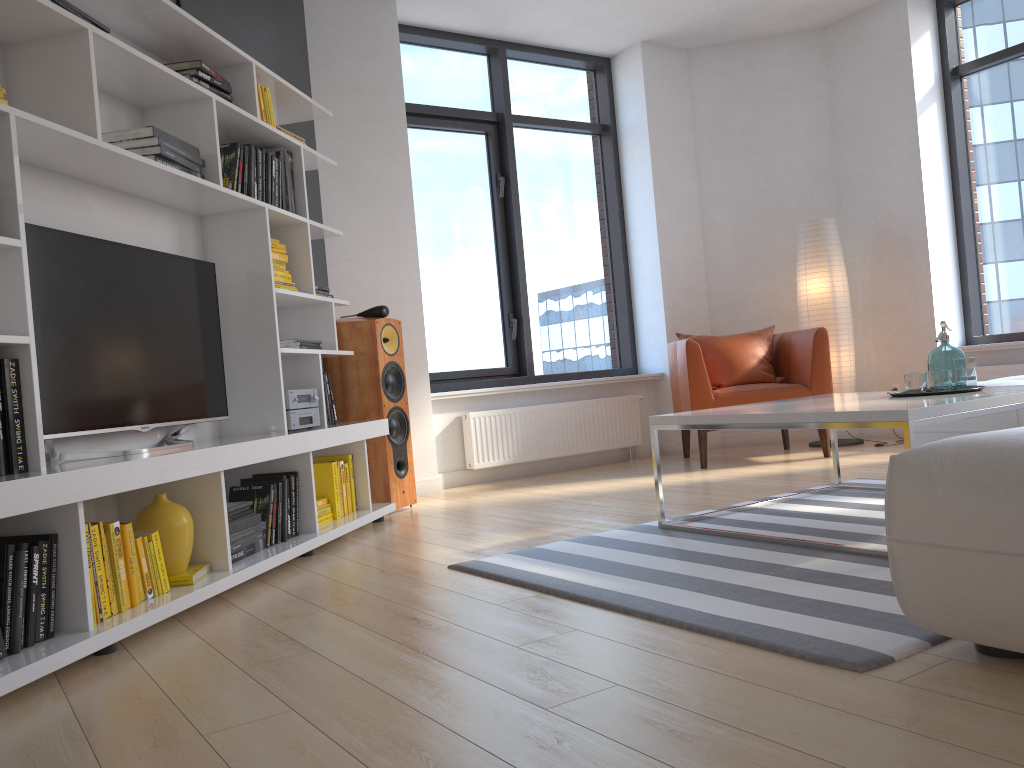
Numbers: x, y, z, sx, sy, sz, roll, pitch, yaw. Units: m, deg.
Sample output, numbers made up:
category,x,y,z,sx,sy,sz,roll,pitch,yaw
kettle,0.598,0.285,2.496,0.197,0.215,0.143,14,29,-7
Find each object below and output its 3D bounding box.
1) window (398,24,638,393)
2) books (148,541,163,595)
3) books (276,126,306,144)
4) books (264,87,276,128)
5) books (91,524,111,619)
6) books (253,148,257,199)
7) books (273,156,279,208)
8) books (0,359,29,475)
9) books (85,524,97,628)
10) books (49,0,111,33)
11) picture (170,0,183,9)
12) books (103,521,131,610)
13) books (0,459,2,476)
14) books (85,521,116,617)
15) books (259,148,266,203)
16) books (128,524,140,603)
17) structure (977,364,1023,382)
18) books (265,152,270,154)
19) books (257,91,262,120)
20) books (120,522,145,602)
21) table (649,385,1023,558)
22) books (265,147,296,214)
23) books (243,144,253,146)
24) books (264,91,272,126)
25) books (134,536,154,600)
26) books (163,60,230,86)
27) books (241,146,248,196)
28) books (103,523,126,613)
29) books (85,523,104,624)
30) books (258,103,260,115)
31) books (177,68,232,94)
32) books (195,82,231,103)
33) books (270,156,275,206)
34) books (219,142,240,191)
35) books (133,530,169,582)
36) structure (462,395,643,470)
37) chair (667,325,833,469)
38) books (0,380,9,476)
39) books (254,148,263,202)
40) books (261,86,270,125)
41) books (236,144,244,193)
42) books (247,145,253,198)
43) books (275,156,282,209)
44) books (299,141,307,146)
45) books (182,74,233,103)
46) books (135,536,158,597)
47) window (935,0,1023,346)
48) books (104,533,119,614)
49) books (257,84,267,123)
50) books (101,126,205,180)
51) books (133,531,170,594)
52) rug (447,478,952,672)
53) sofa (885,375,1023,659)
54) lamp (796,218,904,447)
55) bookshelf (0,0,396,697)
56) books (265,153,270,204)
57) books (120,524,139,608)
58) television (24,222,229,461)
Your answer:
category,x,y,z,sx,sy,sz,roll,pitch,yaw
window,-0.012,-1.189,6.232,1.960,2.402,0.170,-5,0,-33
books,-1.116,0.555,2.657,0.113,0.169,0.049,-5,0,11
books,-1.106,-1.131,4.092,0.203,0.024,0.257,-5,0,15
books,-1.110,-1.184,3.857,0.141,0.184,0.064,-5,0,13
books,-1.210,0.518,2.415,0.198,0.258,0.066,-5,0,12
books,-1.153,-0.856,3.708,0.179,0.243,0.068,-5,0,11
books,-1.118,-0.864,3.884,0.191,0.249,0.084,-5,0,12
books,-1.387,0.092,2.305,0.230,0.297,0.051,-5,0,12
books,-1.200,0.510,2.336,0.204,0.270,0.029,-5,0,12
books,-1.410,-1.089,2.675,0.250,0.047,0.310,-5,0,7
picture,-1.516,-1.657,3.066,0.076,0.707,1.279,-5,0,12
books,-1.186,0.519,2.507,0.185,0.252,0.055,-5,0,11
books,-1.407,0.086,2.234,0.239,0.315,0.034,-5,0,12
books,-1.203,0.514,2.444,0.202,0.267,0.038,-5,0,12
books,-1.145,-0.866,3.778,0.197,0.260,0.066,-5,0,12
books,-1.174,0.525,2.561,0.171,0.235,0.043,-5,0,10
structure,3.313,0.094,5.384,0.110,0.460,1.015,-5,0,-33
books,-1.133,-0.865,3.822,0.192,0.254,0.075,-5,0,11
books,-1.157,-1.200,3.771,0.164,0.224,0.054,-5,0,11
books,-1.176,0.526,2.594,0.172,0.235,0.056,-5,0,11
table,1.298,0.275,3.262,1.091,0.435,1.091,-5,0,-33
books,-1.122,-0.894,4.018,0.259,0.321,0.128,-5,0,12
books,-1.166,-0.862,3.683,0.192,0.254,0.075,-5,0,11
books,-1.100,-1.172,3.830,0.108,0.161,0.046,-5,0,11
books,-1.145,0.547,2.621,0.138,0.188,0.056,-5,0,12
books,-1.261,-1.199,3.482,0.209,0.030,0.266,-5,0,5
books,-1.163,-0.851,3.623,0.169,0.233,0.081,-5,0,11
books,-1.181,0.518,2.480,0.180,0.252,0.041,-5,0,12
books,-1.212,0.511,2.378,0.213,0.271,0.048,-5,0,12
books,-1.141,-1.203,3.713,0.161,0.229,0.041,-5,0,11
books,-1.246,-1.174,3.482,0.180,0.026,0.246,-5,0,14
books,-1.250,-1.120,3.477,0.189,0.020,0.264,-5,0,10
books,-1.115,-0.861,3.845,0.179,0.243,0.071,-5,0,11
books,-1.186,-0.850,3.562,0.182,0.234,0.104,-5,0,12
books,-1.131,0.543,2.710,0.149,0.193,0.046,-5,0,13
structure,0.332,0.357,5.974,1.474,0.460,0.110,-5,0,-33
chair,1.501,0.052,5.758,0.896,0.858,0.843,-5,0,-1
books,-1.392,0.104,2.266,0.200,0.272,0.028,-5,0,12
books,-1.151,-0.861,3.745,0.191,0.249,0.084,-5,0,12
books,-1.116,-1.180,3.815,0.128,0.178,0.044,-5,0,12
books,-1.183,-0.849,3.596,0.187,0.234,0.096,-5,0,12
books,-1.144,-0.856,3.655,0.172,0.242,0.069,-5,0,13
books,-1.113,-0.869,3.918,0.197,0.260,0.066,-5,0,12
books,-1.095,-1.107,4.093,0.194,0.028,0.257,-5,0,17
books,-1.271,-1.144,3.485,0.214,0.030,0.284,-5,0,15
books,-1.133,0.546,2.640,0.134,0.187,0.046,-5,0,12
window,3.434,-1.493,5.588,0.170,2.402,1.310,-5,0,-33
books,-1.180,0.531,2.459,0.156,0.230,0.042,-5,0,10
books,-1.127,-1.180,3.797,0.132,0.180,0.054,-5,0,12
books,-1.299,-0.792,3.164,0.277,0.137,0.343,-5,0,7
books,-1.127,0.543,2.684,0.148,0.193,0.067,-5,0,13
rug,1.188,0.507,3.033,2.326,0.016,1.662,-5,0,-33
sofa,2.141,0.063,2.790,3.424,0.732,2.614,-5,0,-33
lamp,2.368,-0.369,6.009,0.804,1.550,0.502,-5,0,17
bookshelf,-1.197,-0.305,3.004,0.455,2.052,3.000,-5,0,12
books,-1.112,-0.859,3.794,0.172,0.242,0.069,-5,0,13
books,-1.160,0.522,2.534,0.169,0.240,0.043,-5,0,11
television,-1.290,-0.122,3.019,0.207,0.704,1.102,-5,0,12
